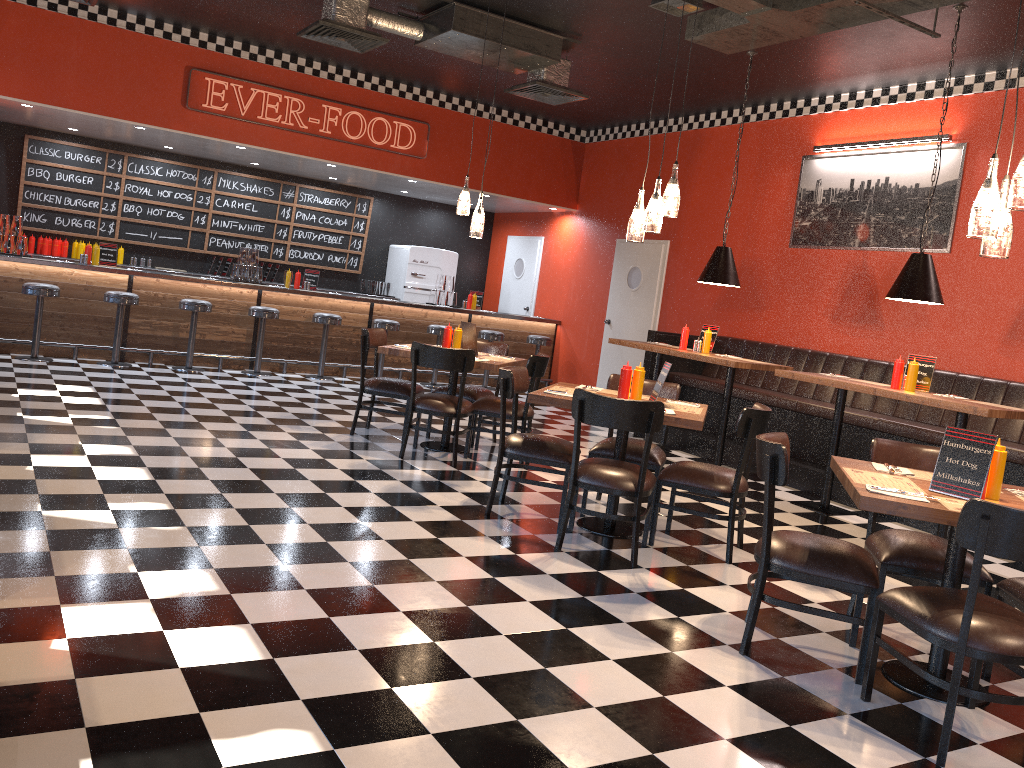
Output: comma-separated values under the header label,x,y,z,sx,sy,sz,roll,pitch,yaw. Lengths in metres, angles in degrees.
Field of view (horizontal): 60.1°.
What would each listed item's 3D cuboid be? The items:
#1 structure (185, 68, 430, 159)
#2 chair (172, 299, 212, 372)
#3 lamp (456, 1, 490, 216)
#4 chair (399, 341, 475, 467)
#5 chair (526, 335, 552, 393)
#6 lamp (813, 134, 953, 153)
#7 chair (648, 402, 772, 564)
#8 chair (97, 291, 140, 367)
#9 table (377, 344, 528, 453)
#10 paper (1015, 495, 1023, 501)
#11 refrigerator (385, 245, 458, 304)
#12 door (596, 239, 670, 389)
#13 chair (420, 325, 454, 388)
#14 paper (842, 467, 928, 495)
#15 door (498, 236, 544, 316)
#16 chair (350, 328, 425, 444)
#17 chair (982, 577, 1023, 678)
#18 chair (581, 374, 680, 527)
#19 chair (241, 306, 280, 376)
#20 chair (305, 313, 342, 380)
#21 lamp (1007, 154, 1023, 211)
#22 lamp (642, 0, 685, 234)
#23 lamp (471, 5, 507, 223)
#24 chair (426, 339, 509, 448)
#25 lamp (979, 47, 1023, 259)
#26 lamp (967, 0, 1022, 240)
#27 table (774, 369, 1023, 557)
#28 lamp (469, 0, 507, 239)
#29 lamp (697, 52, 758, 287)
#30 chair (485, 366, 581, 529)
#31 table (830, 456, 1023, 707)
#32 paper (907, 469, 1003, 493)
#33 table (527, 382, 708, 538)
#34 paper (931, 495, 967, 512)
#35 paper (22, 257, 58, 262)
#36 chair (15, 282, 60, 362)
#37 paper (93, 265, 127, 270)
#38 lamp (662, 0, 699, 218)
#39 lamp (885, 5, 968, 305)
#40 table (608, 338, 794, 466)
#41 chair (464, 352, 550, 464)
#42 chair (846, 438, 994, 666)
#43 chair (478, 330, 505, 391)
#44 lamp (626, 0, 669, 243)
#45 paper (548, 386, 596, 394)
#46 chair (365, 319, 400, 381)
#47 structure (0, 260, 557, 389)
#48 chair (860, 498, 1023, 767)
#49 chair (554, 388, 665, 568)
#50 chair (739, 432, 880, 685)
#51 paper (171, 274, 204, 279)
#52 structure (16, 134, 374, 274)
label,x,y,z,sx,sy,sz,roll,pitch,yaw
structure,-2.287,-3.110,10.327,2.870,0.437,0.122,4,5,-31
chair,-3.510,-0.542,9.733,0.349,0.772,0.349,9,4,18
lamp,-0.269,-2.330,7.075,0.108,1.960,0.109,5,4,-40
chair,-0.535,0.131,6.657,0.487,0.865,0.546,8,4,8
chair,0.328,-0.274,12.073,0.349,0.772,0.349,9,4,13
lamp,3.403,-2.227,8.231,0.081,0.056,1.452,5,7,-31
chair,1.154,0.519,5.102,0.546,0.865,0.486,9,4,23
chair,-4.150,-0.587,9.342,0.349,0.772,0.349,9,4,18
table,-0.495,0.134,7.127,0.958,0.772,0.962,9,5,13
paper,2.122,0.484,3.382,0.261,0.001,0.366,9,6,12
refrigerator,-1.427,-1.170,13.417,0.801,1.798,0.854,5,5,-31
door,1.472,-0.735,11.153,0.161,2.173,1.031,6,4,-31
chair,-0.952,-0.364,11.293,0.348,0.772,0.350,5,4,-31
paper,1.474,0.383,3.524,0.261,0.001,0.366,9,6,13
door,0.044,-1.176,13.549,0.161,2.173,1.031,6,4,-31
chair,-1.024,-0.003,7.313,0.545,0.865,0.487,8,4,8
chair,2.248,0.841,3.421,0.545,0.865,0.487,8,4,6
chair,0.778,0.402,5.745,0.487,0.865,0.545,9,4,16
chair,-2.871,-0.498,10.123,0.349,0.772,0.349,8,4,8
chair,-2.231,-0.453,10.513,0.349,0.772,0.349,9,4,13
lamp,2.037,-1.621,3.249,0.108,1.960,0.108,9,4,15
lamp,0.935,-1.845,5.058,0.108,1.960,0.108,8,3,10
lamp,-0.155,-2.204,7.094,0.108,1.960,0.109,4,5,-44
chair,-0.359,0.055,7.600,0.488,0.865,0.544,10,5,25
lamp,2.028,-1.469,3.434,0.108,1.960,0.109,6,4,-20
lamp,1.939,-1.532,3.355,0.109,1.960,0.108,11,4,40
table,2.678,0.533,6.280,0.694,0.997,1.700,5,6,-31
lamp,-0.158,-2.132,6.975,0.108,1.960,0.108,9,4,15
lamp,1.968,-1.892,7.799,0.382,2.039,0.382,8,4,10
chair,0.136,0.356,5.360,0.545,0.865,0.487,8,4,11
table,1.755,0.815,3.495,0.961,0.772,0.958,9,5,13
paper,1.860,0.408,3.778,0.366,0.001,0.261,9,6,15
table,0.616,0.475,5.291,0.961,0.772,0.958,9,5,13
paper,1.718,0.454,3.153,0.366,0.001,0.261,9,6,12
paper,-4.917,-1.301,9.265,0.365,0.001,0.262,4,7,-30
chair,-4.790,-0.632,8.952,0.349,0.772,0.349,9,4,13
paper,-4.348,-1.263,9.628,0.365,0.001,0.262,4,7,-30
lamp,1.049,-1.951,5.136,0.109,1.960,0.108,10,4,30
lamp,2.953,-1.587,6.146,0.382,2.039,0.382,8,4,10
table,1.600,0.199,8.088,0.694,0.997,1.700,5,6,-31
chair,-0.026,0.164,6.983,0.545,0.865,0.487,8,4,8
chair,1.847,0.726,4.005,0.487,0.865,0.546,8,4,8
chair,-0.312,-0.319,11.683,0.348,0.772,0.350,6,4,-26
lamp,0.853,-1.807,5.159,0.108,1.960,0.109,6,4,-20
paper,0.364,0.044,5.347,0.261,0.001,0.366,9,6,11
chair,-1.591,-0.408,10.903,0.349,0.772,0.349,9,4,13
structure,-2.391,-0.539,10.729,7.028,1.037,0.216,4,5,-31
chair,1.606,0.796,3.035,0.486,0.865,0.546,7,4,-8
chair,0.537,0.471,4.775,0.487,0.865,0.545,9,4,14
chair,1.229,0.678,3.677,0.545,0.865,0.487,9,4,18
paper,-3.673,-1.218,10.066,0.365,0.001,0.262,4,7,-30
structure,-4.100,-2.344,12.041,4.534,1.143,0.201,4,5,-31
